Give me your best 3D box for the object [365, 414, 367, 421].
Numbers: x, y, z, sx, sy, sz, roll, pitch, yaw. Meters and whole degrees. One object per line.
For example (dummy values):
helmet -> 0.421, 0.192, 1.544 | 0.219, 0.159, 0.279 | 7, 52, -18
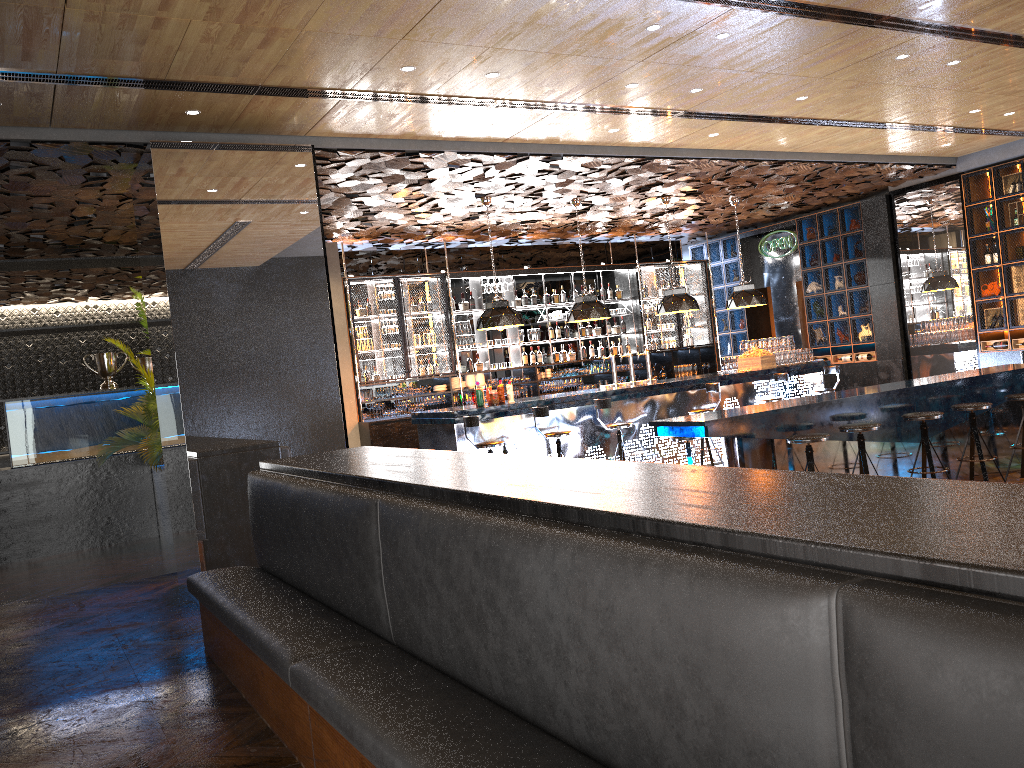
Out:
object -> -2.045, 0.465, 12.433 | 0.031, 0.098, 0.031 | -6, 1, 9

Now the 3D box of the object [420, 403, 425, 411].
object -> -1.303, 0.348, 12.889 | 0.074, 0.146, 0.065 | -7, 1, -35

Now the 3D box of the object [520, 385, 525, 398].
object -> 0.169, 0.133, 13.712 | 0.092, 0.218, 0.092 | -6, 1, 21

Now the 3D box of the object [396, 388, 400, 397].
object -> -1.650, 0.126, 12.720 | 0.081, 0.132, 0.081 | -6, 1, 32

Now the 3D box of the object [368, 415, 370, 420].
object -> -2.004, 0.470, 12.459 | 0.034, 0.080, 0.034 | -6, 1, 25

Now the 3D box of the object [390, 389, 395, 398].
object -> -1.723, 0.132, 12.847 | 0.081, 0.132, 0.081 | -6, 1, 32

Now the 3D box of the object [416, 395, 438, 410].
object -> -1.228, 0.294, 13.208 | 0.376, 0.227, 0.186 | -7, 1, -31

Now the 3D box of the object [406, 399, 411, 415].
object -> -1.495, 0.329, 12.815 | 0.088, 0.229, 0.077 | -7, 1, -30

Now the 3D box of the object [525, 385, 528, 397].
object -> 0.232, 0.124, 13.812 | 0.071, 0.217, 0.071 | -7, 1, -21

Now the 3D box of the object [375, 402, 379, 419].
object -> -1.932, 0.381, 12.738 | 0.091, 0.227, 0.091 | -6, 1, 23

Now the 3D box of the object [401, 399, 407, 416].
object -> -1.540, 0.336, 12.690 | 0.088, 0.229, 0.077 | -7, 1, -16

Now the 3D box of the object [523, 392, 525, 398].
object -> 0.188, 0.126, 13.973 | 0.071, 0.217, 0.071 | -7, 1, -21

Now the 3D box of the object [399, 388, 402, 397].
object -> -1.615, 0.121, 12.818 | 0.081, 0.132, 0.081 | -6, 1, 32

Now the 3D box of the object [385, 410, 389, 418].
object -> -1.776, 0.427, 12.689 | 0.093, 0.101, 0.093 | -6, 1, 21

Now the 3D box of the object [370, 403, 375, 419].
object -> -1.962, 0.386, 12.594 | 0.091, 0.227, 0.091 | -6, 1, 10

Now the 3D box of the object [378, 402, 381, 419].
object -> -1.878, 0.376, 12.635 | 0.091, 0.227, 0.091 | -6, 1, 24

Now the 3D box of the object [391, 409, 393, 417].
object -> -1.734, 0.420, 12.831 | 0.093, 0.101, 0.093 | -7, 1, -15

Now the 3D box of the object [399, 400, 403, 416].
object -> -1.584, 0.340, 12.770 | 0.077, 0.229, 0.088 | -6, 1, 20

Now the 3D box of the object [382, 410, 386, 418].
object -> -1.826, 0.431, 12.781 | 0.093, 0.101, 0.093 | -7, 1, -43

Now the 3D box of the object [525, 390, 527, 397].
object -> 0.216, 0.124, 13.899 | 0.071, 0.217, 0.071 | -7, 1, -21

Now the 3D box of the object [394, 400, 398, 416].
object -> -1.672, 0.348, 12.920 | 0.088, 0.229, 0.077 | -6, 1, 35

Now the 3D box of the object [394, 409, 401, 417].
object -> -1.631, 0.411, 12.651 | 0.093, 0.101, 0.093 | -6, 1, 23

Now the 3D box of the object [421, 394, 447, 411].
object -> -1.132, 0.286, 13.037 | 0.376, 0.227, 0.186 | -7, 1, -31

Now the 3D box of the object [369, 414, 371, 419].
object -> -1.982, 0.468, 12.422 | 0.034, 0.080, 0.034 | -7, 1, -16

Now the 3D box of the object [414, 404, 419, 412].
object -> -1.384, 0.358, 12.838 | 0.065, 0.146, 0.074 | -6, 1, 37

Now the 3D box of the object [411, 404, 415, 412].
object -> -1.436, 0.362, 12.927 | 0.065, 0.146, 0.074 | -7, 1, -17

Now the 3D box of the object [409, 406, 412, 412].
object -> -1.484, 0.366, 13.012 | 0.065, 0.146, 0.074 | -6, 1, 0

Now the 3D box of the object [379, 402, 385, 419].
object -> -1.829, 0.372, 12.543 | 0.091, 0.227, 0.091 | -7, 1, -7

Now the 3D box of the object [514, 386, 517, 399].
object -> 0.058, 0.141, 13.707 | 0.071, 0.226, 0.071 | -6, 1, 32

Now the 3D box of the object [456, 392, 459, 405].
object -> -0.823, 0.245, 13.316 | 0.073, 0.229, 0.073 | -7, 1, -41

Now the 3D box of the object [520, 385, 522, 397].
object -> 0.130, 0.135, 13.815 | 0.092, 0.218, 0.092 | -6, 1, 21

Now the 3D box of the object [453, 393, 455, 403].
object -> -0.866, 0.253, 13.114 | 0.073, 0.229, 0.073 | -7, 1, -41

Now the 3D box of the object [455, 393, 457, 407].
object -> -0.848, 0.250, 13.206 | 0.073, 0.229, 0.073 | -7, 1, -41

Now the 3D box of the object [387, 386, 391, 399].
object -> -1.764, 0.121, 12.668 | 0.087, 0.170, 0.087 | -6, 1, 21

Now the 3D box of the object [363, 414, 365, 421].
object -> -2.072, 0.469, 12.397 | 0.033, 0.101, 0.033 | -7, 1, -5

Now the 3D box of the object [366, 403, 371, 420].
object -> -2.034, 0.393, 12.707 | 0.091, 0.227, 0.091 | -7, 1, -26

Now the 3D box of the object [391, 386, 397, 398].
object -> -1.667, 0.111, 12.620 | 0.087, 0.170, 0.087 | -6, 1, 21

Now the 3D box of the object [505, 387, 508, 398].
object -> -0.069, 0.154, 13.791 | 0.071, 0.226, 0.071 | -6, 1, 32

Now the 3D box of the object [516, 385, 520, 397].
object -> 0.098, 0.137, 13.637 | 0.071, 0.226, 0.071 | -6, 1, 32

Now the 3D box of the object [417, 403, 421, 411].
object -> -1.357, 0.353, 12.982 | 0.065, 0.146, 0.074 | -7, 1, -7

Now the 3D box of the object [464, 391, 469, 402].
object -> -0.663, 0.228, 13.248 | 0.073, 0.229, 0.073 | -7, 1, -41

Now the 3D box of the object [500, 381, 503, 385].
object -> -0.158, -0.014, 13.543 | 0.049, 0.048, 0.044 | -6, 1, 13

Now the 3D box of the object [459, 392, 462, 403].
object -> -0.750, 0.239, 13.204 | 0.073, 0.229, 0.073 | -7, 1, -41

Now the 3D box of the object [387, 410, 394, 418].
object -> -1.725, 0.423, 12.597 | 0.093, 0.101, 0.093 | -6, 1, 29

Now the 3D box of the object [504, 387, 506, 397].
object -> -0.117, 0.158, 13.855 | 0.071, 0.226, 0.071 | -6, 1, 32

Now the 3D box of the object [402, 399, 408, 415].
object -> -1.552, 0.334, 12.924 | 0.088, 0.229, 0.077 | -7, 1, -28

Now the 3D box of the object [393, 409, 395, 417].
object -> -1.688, 0.416, 12.741 | 0.093, 0.101, 0.093 | -7, 1, -9

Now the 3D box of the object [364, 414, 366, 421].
object -> -2.065, 0.467, 12.465 | 0.031, 0.098, 0.031 | -6, 1, 34

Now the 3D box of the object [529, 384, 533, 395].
object -> 0.305, 0.116, 13.808 | 0.071, 0.217, 0.071 | -7, 1, -21

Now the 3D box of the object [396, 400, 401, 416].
object -> -1.627, 0.344, 12.839 | 0.077, 0.229, 0.088 | -7, 1, -14

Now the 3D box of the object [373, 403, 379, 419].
object -> -1.911, 0.382, 12.499 | 0.091, 0.227, 0.091 | -6, 1, 23

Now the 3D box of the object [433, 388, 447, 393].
object -> -1.057, 0.089, 13.059 | 0.209, 0.060, 0.211 | -6, 1, 20

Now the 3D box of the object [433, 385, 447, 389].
object -> -1.060, 0.048, 13.059 | 0.211, 0.060, 0.209 | -6, 1, 15

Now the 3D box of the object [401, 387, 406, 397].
object -> -1.553, 0.115, 12.715 | 0.081, 0.132, 0.081 | -6, 1, 32

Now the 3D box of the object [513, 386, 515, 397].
object -> 0.015, 0.147, 13.635 | 0.071, 0.226, 0.071 | -6, 1, 32
